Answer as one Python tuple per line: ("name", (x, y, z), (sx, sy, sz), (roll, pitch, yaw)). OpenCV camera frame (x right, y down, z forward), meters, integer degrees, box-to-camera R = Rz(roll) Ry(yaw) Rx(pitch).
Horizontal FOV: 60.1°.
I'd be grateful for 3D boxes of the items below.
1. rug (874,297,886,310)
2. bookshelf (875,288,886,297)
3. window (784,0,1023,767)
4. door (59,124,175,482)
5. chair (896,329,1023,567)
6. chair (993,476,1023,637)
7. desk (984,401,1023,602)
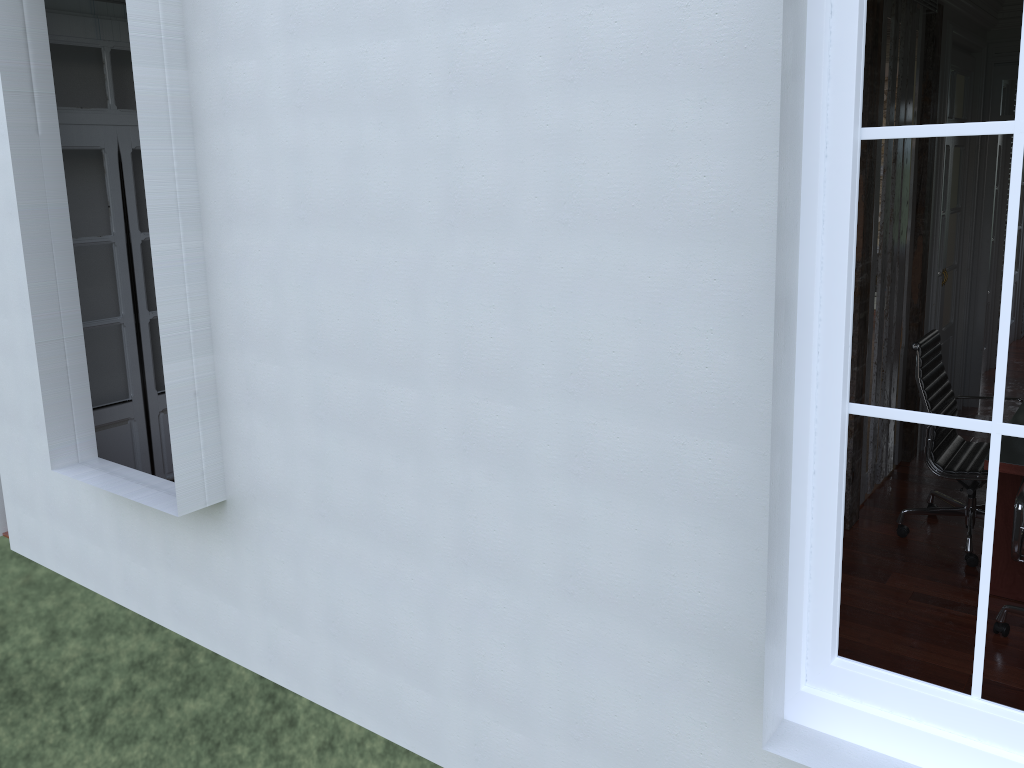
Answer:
("rug", (4.856, -1.077, 11.802), (1.071, 0.016, 1.076), (9, 17, 36))
("bookshelf", (5.070, -1.535, 12.545), (1.405, 0.544, 0.403), (8, 15, 36))
("window", (1.205, -0.142, 1.402), (1.532, 1.964, 0.128), (7, 14, 37))
("door", (-2.039, -0.288, 4.807), (0.041, 2.159, 1.169), (6, 14, 36))
("chair", (2.305, 0.292, 4.357), (0.700, 1.012, 0.671), (6, 14, 31))
("chair", (2.182, 0.560, 3.271), (0.668, 1.012, 0.704), (8, 15, 40))
("desk", (3.132, 0.469, 4.131), (1.304, 0.720, 2.527), (8, 16, 36))
